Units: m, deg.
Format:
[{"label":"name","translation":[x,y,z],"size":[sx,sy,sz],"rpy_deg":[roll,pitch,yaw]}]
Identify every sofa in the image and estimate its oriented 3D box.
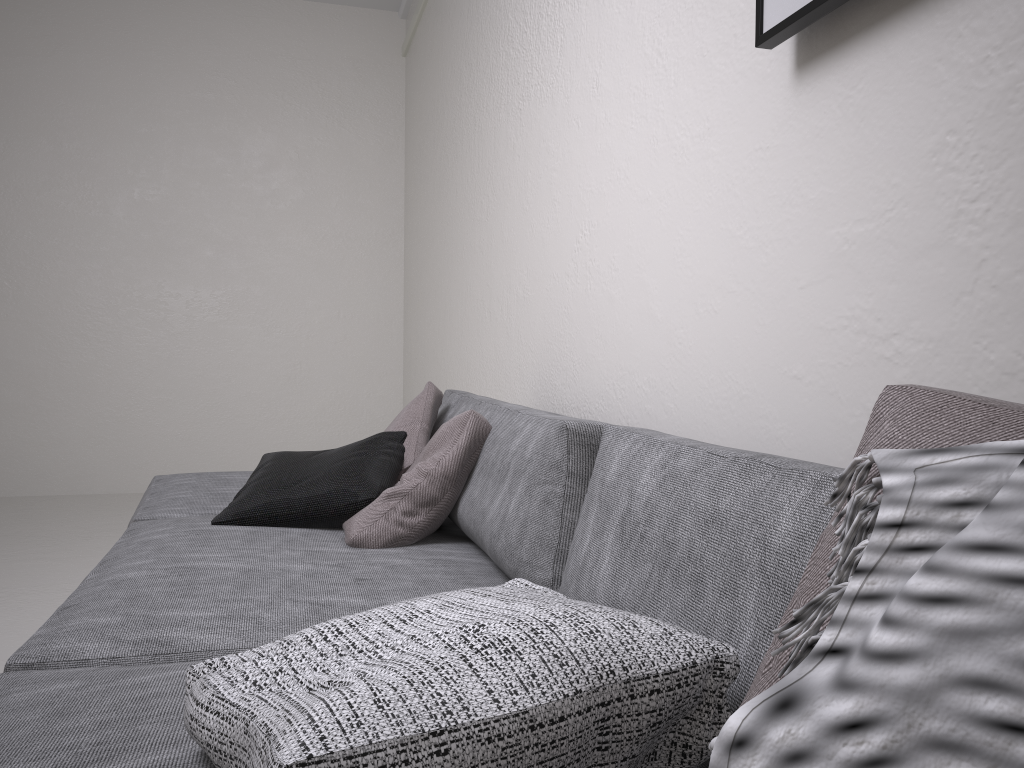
[{"label":"sofa","translation":[-0.186,0.440,1.355],"size":[1.114,0.772,3.025],"rpy_deg":[0,1,-15]}]

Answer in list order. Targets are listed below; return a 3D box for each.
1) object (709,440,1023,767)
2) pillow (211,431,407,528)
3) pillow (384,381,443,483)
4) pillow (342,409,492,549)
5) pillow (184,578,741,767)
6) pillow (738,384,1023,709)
[{"label":"object","translation":[0.216,0.442,0.158],"size":[0.866,0.866,0.632],"rpy_deg":[2,2,40]},{"label":"pillow","translation":[-0.486,0.261,2.221],"size":[0.420,0.268,0.403],"rpy_deg":[1,1,5]},{"label":"pillow","translation":[-0.356,0.217,2.515],"size":[0.351,0.448,0.480],"rpy_deg":[1,1,6]},{"label":"pillow","translation":[-0.234,0.210,2.101],"size":[0.341,0.318,0.418],"rpy_deg":[0,1,-15]},{"label":"pillow","translation":[-0.069,0.293,0.819],"size":[0.413,0.194,0.397],"rpy_deg":[0,2,-29]},{"label":"pillow","translation":[0.246,0.199,0.427],"size":[0.244,0.390,0.422],"rpy_deg":[0,1,-14]}]
